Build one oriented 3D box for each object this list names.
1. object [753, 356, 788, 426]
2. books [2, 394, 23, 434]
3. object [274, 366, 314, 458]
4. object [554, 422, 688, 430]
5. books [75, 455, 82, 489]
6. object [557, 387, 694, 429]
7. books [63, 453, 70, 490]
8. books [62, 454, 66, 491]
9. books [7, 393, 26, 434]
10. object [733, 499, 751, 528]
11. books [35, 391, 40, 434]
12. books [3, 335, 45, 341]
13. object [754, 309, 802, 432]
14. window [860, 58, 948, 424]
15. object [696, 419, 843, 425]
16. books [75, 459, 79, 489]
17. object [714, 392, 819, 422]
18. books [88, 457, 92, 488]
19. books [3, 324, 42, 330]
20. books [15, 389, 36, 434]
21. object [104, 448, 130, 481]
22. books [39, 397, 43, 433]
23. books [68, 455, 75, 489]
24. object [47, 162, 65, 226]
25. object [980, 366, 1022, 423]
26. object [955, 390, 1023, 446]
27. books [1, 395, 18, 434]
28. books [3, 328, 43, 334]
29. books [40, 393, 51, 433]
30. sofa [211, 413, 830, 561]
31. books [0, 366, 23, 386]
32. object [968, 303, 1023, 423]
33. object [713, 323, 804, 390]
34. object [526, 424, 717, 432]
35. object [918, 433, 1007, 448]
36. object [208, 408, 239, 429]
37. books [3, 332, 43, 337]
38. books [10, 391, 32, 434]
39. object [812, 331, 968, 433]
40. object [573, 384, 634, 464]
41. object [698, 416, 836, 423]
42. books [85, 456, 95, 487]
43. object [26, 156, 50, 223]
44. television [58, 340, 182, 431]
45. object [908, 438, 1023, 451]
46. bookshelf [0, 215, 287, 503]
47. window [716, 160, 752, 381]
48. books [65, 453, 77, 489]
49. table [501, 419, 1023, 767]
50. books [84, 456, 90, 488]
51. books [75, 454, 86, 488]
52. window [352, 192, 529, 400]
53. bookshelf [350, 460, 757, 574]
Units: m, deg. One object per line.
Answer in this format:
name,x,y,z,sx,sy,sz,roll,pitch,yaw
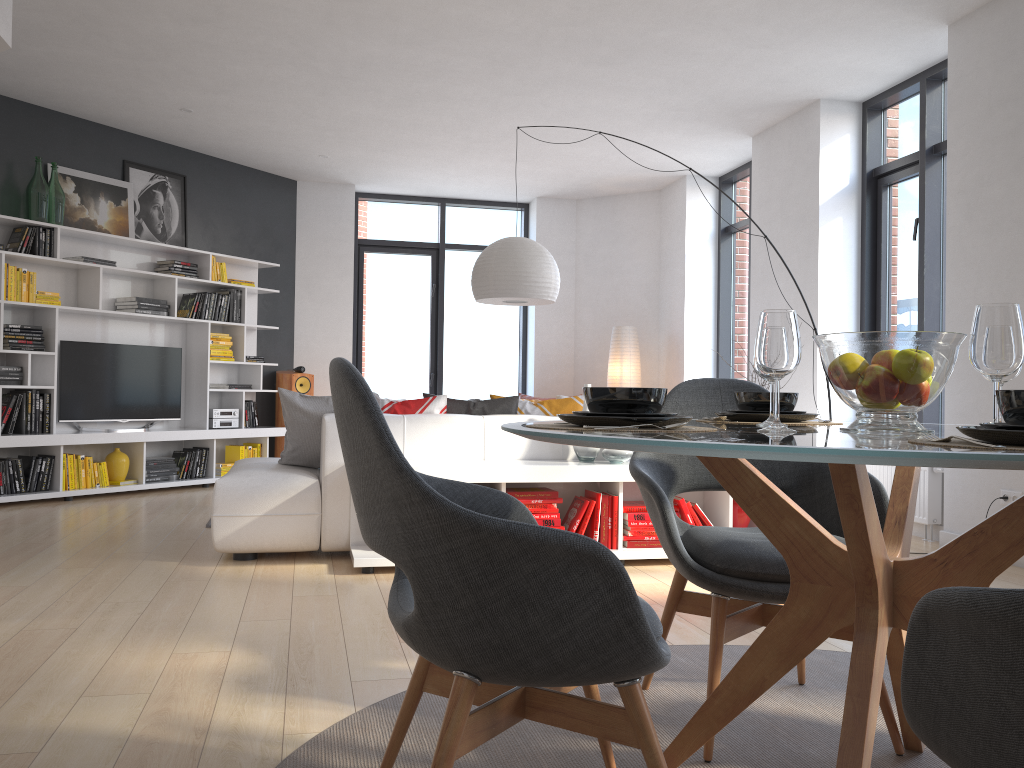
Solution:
object,0.584,-0.017,1.990,0.083,0.220,0.083,2,-1,-41
books,-3.663,0.217,6.440,0.210,0.289,0.100,0,-1,31
object,-2.171,0.370,8.721,0.290,1.088,0.434,2,-1,-43
object,0.208,0.074,1.680,0.206,0.015,0.309,1,-1,-9
books,-3.334,0.665,6.742,0.180,0.252,0.041,0,-1,32
object,0.214,0.044,1.688,0.258,0.074,0.258,1,-1,-33
books,-3.397,0.653,6.657,0.213,0.271,0.048,0,-1,32
books,-3.400,0.653,6.613,0.204,0.270,0.029,0,-1,32
books,-3.630,0.215,6.497,0.213,0.301,0.028,0,-1,32
object,1.190,0.703,4.633,0.125,0.258,0.125,1,-1,-36
books,-3.587,0.208,6.581,0.239,0.315,0.034,0,-1,32
books,-3.620,-0.336,6.502,0.214,0.030,0.284,0,-1,40
object,0.483,-0.024,1.615,0.083,0.220,0.083,1,-1,15
window,2.758,-0.850,5.816,0.170,2.402,1.310,1,-1,-13
object,0.652,0.097,2.260,0.360,0.002,0.360,0,-1,29
books,-3.342,0.677,6.722,0.156,0.230,0.042,0,-1,30
object,0.650,0.059,2.271,0.258,0.074,0.258,1,-1,-33
books,-3.301,0.674,6.816,0.171,0.235,0.043,0,-1,30
books,-3.613,-0.415,6.505,0.180,0.026,0.246,0,-1,39
books,-3.603,0.202,6.556,0.237,0.326,0.026,0,-1,32
object,-3.148,0.639,7.064,0.185,0.257,0.185,1,-1,9
books,-3.564,0.229,6.606,0.200,0.272,0.028,0,-1,32
books,-3.384,0.660,6.691,0.198,0.258,0.066,0,-1,32
object,-3.493,-1.438,6.762,0.157,0.507,0.157,2,-1,-45
object,1.028,-0.012,1.870,0.083,0.220,0.083,0,-1,38
object,0.748,0.046,1.206,0.258,0.074,0.258,1,-1,7
books,-3.706,0.219,6.406,0.232,0.284,0.142,0,-1,32
books,-3.637,-0.387,6.518,0.214,0.030,0.284,0,-1,40
books,-3.545,0.218,6.641,0.230,0.297,0.051,0,-1,32
sofa,-0.078,0.543,5.894,3.424,0.732,2.614,1,-1,-13
books,-3.744,-0.061,6.354,0.277,0.137,0.343,0,-1,32
object,0.800,-0.021,1.463,0.083,0.220,0.083,0,-1,38
object,1.325,0.042,4.680,0.406,0.744,0.607,0,-1,27
object,0.206,0.082,1.687,0.360,0.002,0.360,1,-1,-38
object,0.749,0.077,1.223,0.309,0.015,0.206,1,-1,-4
object,-2.665,0.310,8.007,0.270,0.174,0.285,0,-1,32
books,-3.624,-0.361,6.503,0.189,0.020,0.264,0,-1,35
books,-3.618,0.207,6.526,0.237,0.314,0.034,0,-1,32
object,0.727,-0.001,1.719,0.278,0.184,0.278,1,-1,-5
object,0.469,0.201,4.560,0.316,0.398,0.319,1,-1,11
object,0.643,0.089,2.258,0.309,0.015,0.206,1,-1,-9
books,-3.292,0.675,6.848,0.172,0.235,0.056,0,-1,31
object,-3.527,-1.440,6.600,0.157,0.507,0.157,2,-1,-45
television,-3.190,0.027,7.275,0.207,0.704,1.102,0,-1,32
object,0.740,0.084,1.217,0.360,0.002,0.360,1,-1,-38
bookshelf,-3.090,-0.146,7.226,0.455,2.052,3.000,0,-1,32
window,2.237,-0.829,8.057,0.170,2.402,1.310,1,-1,-13
books,-3.366,0.658,6.716,0.202,0.267,0.038,0,-1,32
table,0.723,0.474,1.726,1.499,0.764,1.499,1,-1,-24
books,-3.297,0.672,6.786,0.169,0.240,0.043,0,-1,31
books,-3.330,0.665,6.770,0.185,0.252,0.055,0,-1,30
window,-0.795,-0.852,9.842,1.960,2.402,0.170,1,-1,-13
bookshelf,0.508,0.650,4.505,2.600,0.500,0.356,1,-1,-13
